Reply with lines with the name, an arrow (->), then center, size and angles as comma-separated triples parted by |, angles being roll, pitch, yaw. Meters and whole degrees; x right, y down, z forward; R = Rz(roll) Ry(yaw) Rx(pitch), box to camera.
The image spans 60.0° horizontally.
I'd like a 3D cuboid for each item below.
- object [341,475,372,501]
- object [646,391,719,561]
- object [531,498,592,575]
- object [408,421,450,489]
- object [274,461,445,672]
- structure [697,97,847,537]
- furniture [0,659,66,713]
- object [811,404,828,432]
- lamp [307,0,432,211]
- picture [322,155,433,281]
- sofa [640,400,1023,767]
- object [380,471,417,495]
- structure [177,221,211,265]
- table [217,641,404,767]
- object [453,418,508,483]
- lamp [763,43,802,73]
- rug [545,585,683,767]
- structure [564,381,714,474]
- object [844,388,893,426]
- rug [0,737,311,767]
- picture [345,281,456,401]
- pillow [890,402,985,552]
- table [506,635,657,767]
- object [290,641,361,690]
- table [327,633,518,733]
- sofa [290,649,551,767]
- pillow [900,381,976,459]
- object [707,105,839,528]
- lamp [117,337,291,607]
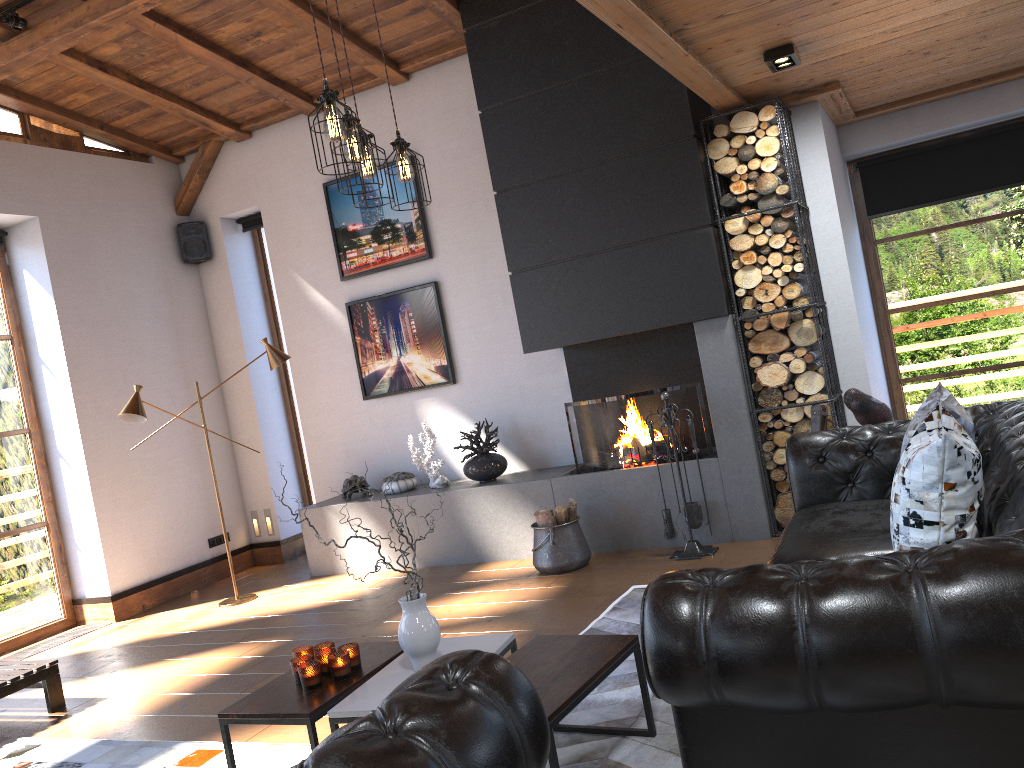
object -> -1.244, 0.817, 7.065 | 0.228, 0.183, 0.402 | -11, 1, -20
object -> 1.026, 0.545, 5.430 | 0.310, 1.017, 0.305 | -11, 1, -19
object -> 0.296, 0.979, 5.711 | 0.389, 0.431, 0.379 | -11, 1, -38
object -> -0.637, 0.540, 6.677 | 0.260, 0.532, 0.426 | -11, 1, -5
object -> -0.411, 0.598, 3.056 | 0.401, 0.808, 0.628 | -10, 1, 37
structure -> 1.706, -0.401, 5.585 | 0.497, 2.617, 0.517 | -10, 1, 26
furniture -> -3.511, 1.717, 3.681 | 1.163, 0.436, 2.788 | -10, 1, 26
object -> 1.821, 0.518, 5.274 | 0.266, 0.795, 0.265 | -10, 1, 9
lamp -> -0.783, -1.848, 3.675 | 0.259, 2.201, 0.809 | -10, 1, 17
picture -> -1.087, -1.310, 7.084 | 0.870, 0.816, 0.036 | -10, 1, 25
sofa -> 1.386, 0.615, 2.896 | 1.227, 0.838, 2.592 | -10, 1, 26
object -> -0.885, 0.765, 6.914 | 0.278, 0.160, 0.262 | -10, 1, 28
structure -> -2.796, -1.242, 7.800 | 0.211, 0.349, 0.216 | -10, 1, 26
table -> -0.655, 1.229, 3.231 | 0.396, 0.350, 0.657 | -10, 1, 26
object -> -0.221, 0.492, 6.550 | 0.338, 0.455, 0.337 | -11, 1, -39
lamp -> 1.415, -1.711, 4.639 | 0.154, 0.068, 0.264 | -10, 1, 26
rug -> 0.813, 1.127, 2.616 | 2.406, 0.053, 4.087 | -10, 1, 27
structure -> 0.807, 0.319, 5.928 | 0.972, 0.514, 0.185 | -10, 1, 25
object -> 1.782, 0.164, 4.390 | 0.250, 0.319, 0.148 | -11, 1, -23
rug -> -2.424, 1.724, 2.950 | 3.769, 0.053, 2.457 | -10, 1, 27
picture -> -0.903, -0.332, 7.095 | 0.870, 0.816, 0.036 | -10, 1, 25
pillow -> 1.286, 0.321, 2.693 | 0.280, 0.469, 0.534 | -10, 1, 29
table -> 0.127, 1.091, 2.842 | 0.395, 0.350, 0.658 | -10, 1, 31
object -> -0.686, 1.016, 3.245 | 0.249, 0.081, 0.299 | -11, 1, -25
table -> -0.258, 1.159, 3.068 | 0.397, 0.350, 0.656 | -10, 1, 21
sofa -> -1.248, 1.129, 1.784 | 2.540, 0.838, 1.252 | -10, 1, 25
pillow -> 1.584, 0.253, 3.309 | 0.280, 0.469, 0.534 | -10, 1, 29
object -> 1.705, -0.395, 5.596 | 0.489, 2.611, 0.471 | -10, 1, 26
lamp -> -2.158, 0.669, 6.496 | 1.339, 1.898, 0.520 | -11, 1, -43
